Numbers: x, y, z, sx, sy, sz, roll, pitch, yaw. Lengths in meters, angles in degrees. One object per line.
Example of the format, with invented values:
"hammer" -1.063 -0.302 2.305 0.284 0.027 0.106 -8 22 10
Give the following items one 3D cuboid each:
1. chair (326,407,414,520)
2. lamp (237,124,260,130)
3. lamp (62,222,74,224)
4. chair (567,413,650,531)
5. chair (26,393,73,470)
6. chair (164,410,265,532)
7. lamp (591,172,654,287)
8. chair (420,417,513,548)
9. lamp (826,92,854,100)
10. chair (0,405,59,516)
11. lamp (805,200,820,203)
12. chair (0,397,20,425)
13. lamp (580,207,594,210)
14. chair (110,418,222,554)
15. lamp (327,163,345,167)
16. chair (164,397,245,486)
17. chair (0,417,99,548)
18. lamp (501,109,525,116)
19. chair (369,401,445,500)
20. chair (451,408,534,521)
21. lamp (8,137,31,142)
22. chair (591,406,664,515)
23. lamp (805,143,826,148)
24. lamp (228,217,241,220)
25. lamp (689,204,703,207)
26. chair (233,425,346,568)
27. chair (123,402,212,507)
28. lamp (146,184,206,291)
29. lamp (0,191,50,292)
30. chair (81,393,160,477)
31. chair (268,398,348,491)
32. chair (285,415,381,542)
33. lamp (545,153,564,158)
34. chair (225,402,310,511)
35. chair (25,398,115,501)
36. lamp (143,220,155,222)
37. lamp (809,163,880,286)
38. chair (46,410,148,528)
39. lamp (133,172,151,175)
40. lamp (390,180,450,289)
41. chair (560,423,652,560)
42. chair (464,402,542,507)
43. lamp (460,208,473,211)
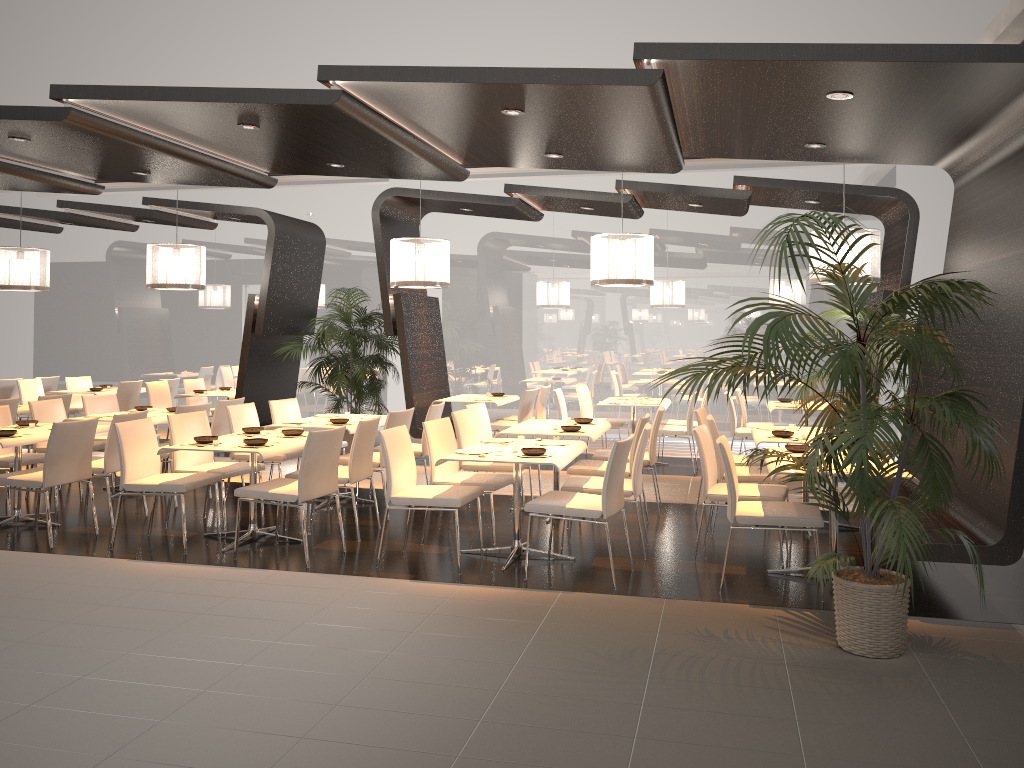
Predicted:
"chair" -1.169 0.642 7.448 0.605 0.875 0.483 0 0 21
"lamp" -1.942 -1.908 6.513 0.161 0.050 0.161 1 3 19
"lamp" -6.077 -2.218 12.110 0.161 0.056 0.161 1 3 8
"chair" 0.780 0.675 6.987 0.605 0.871 0.484 0 0 16
"chair" -4.862 0.535 8.987 0.605 0.871 0.484 0 0 16
"chair" -2.320 0.667 6.879 0.605 0.871 0.483 0 0 21
"lamp" 1.105 -1.948 8.857 0.626 1.933 0.626 0 -1 41
"chair" -0.311 0.705 6.419 0.605 0.875 0.483 0 0 21
"lamp" 2.062 -1.827 5.560 0.161 0.050 0.161 1 3 19
"chair" -4.189 0.632 7.351 0.605 0.871 0.483 0 0 21
"lamp" 3.352 -2.047 9.864 0.161 0.056 0.161 1 3 8
"chair" -5.074 0.568 8.400 0.605 0.871 0.483 0 0 21
"lamp" 0.890 -2.092 10.451 0.161 0.056 0.161 1 3 8
"chair" -2.465 0.700 6.297 0.605 0.871 0.484 0 0 11
"lamp" -1.592 -1.991 7.982 0.160 0.050 0.160 1 3 8
"chair" -2.947 0.570 8.538 0.605 0.871 0.484 0 0 16
"chair" -3.405 0.689 6.453 0.605 0.875 0.483 0 0 16
"lamp" 0.008 -1.873 6.049 0.161 0.050 0.161 1 3 19
"chair" -0.940 0.603 8.104 0.605 0.871 0.484 0 0 11
"chair" -0.168 0.659 7.228 0.605 0.875 0.483 0 0 16
"lamp" -3.886 -1.943 6.976 0.160 0.050 0.160 1 3 19
"chair" 1.009 0.638 7.644 0.605 0.871 0.484 0 0 11
"lamp" 2.411 -1.910 7.028 0.161 0.050 0.161 1 3 19
"lamp" -3.615 -2.173 11.523 0.161 0.056 0.161 1 3 8
"lamp" 2.111 -2.070 10.160 0.161 0.056 0.161 1 3 8
"chair" -1.479 0.722 5.988 0.605 0.871 0.483 0 0 21
"chair" -3.063 0.604 7.921 0.605 0.871 0.483 0 0 21
"lamp" -3.796 -2.037 10.024 0.626 1.933 0.626 0 -1 -15
"lamp" -5.836 -2.074 10.510 0.627 1.933 0.626 0 -1 -1
"chair" -3.934 0.548 8.847 0.605 0.871 0.483 0 0 21
"chair" -1.938 0.586 8.334 0.605 0.871 0.483 0 0 21
"chair" -1.325 0.686 6.662 0.605 0.875 0.484 0 0 11
"lamp" 0.358 -1.955 7.518 0.161 0.050 0.161 1 3 19
"chair" -2.156 0.618 7.756 0.605 0.871 0.484 0 0 16
"chair" -4.083 0.586 8.170 0.605 0.871 0.484 0 0 11
"lamp" -4.856 -2.196 11.819 0.161 0.056 0.161 1 3 8
"lamp" 3.145 -1.911 8.372 0.626 1.933 0.626 1 -1 -45
"chair" -3.289 0.654 7.071 0.605 0.875 0.484 0 0 11
"lamp" -3.537 -2.026 8.445 0.160 0.050 0.160 1 3 8
"lamp" -0.967 -1.986 9.351 0.626 1.933 0.626 0 -1 41
"chair" 0.671 0.722 6.187 0.605 0.875 0.484 0 0 11
"chair" -0.091 0.618 7.913 0.605 0.871 0.483 0 0 21
"lamp" -0.559 -2.145 10.796 0.160 0.054 0.160 1 3 19
